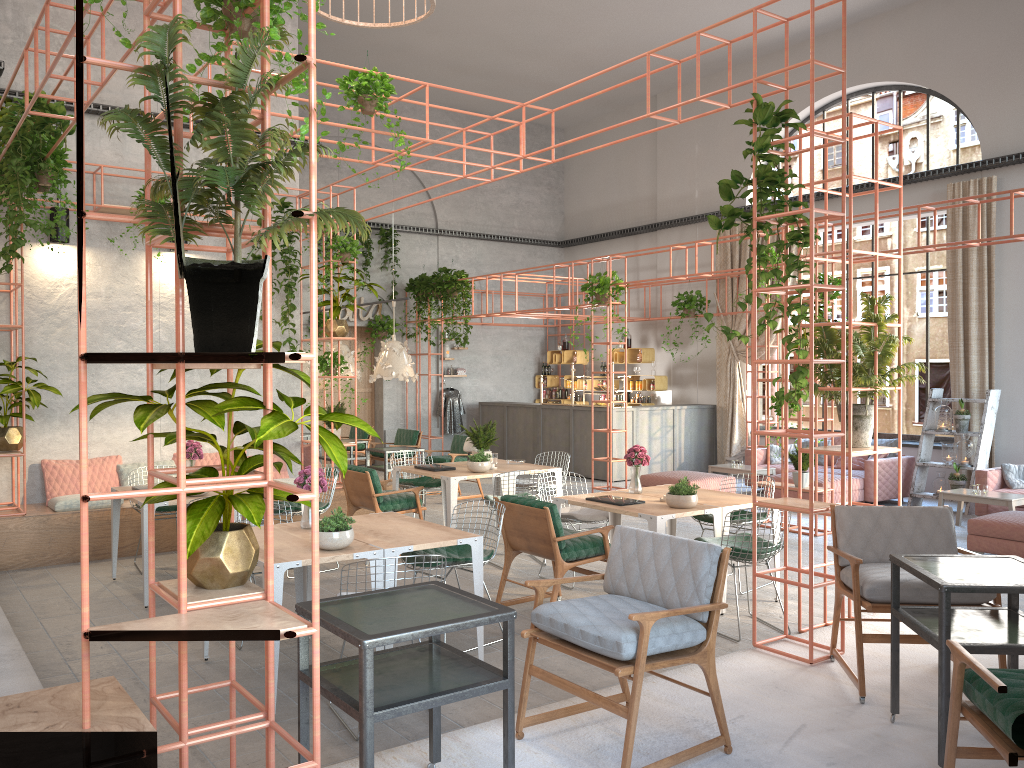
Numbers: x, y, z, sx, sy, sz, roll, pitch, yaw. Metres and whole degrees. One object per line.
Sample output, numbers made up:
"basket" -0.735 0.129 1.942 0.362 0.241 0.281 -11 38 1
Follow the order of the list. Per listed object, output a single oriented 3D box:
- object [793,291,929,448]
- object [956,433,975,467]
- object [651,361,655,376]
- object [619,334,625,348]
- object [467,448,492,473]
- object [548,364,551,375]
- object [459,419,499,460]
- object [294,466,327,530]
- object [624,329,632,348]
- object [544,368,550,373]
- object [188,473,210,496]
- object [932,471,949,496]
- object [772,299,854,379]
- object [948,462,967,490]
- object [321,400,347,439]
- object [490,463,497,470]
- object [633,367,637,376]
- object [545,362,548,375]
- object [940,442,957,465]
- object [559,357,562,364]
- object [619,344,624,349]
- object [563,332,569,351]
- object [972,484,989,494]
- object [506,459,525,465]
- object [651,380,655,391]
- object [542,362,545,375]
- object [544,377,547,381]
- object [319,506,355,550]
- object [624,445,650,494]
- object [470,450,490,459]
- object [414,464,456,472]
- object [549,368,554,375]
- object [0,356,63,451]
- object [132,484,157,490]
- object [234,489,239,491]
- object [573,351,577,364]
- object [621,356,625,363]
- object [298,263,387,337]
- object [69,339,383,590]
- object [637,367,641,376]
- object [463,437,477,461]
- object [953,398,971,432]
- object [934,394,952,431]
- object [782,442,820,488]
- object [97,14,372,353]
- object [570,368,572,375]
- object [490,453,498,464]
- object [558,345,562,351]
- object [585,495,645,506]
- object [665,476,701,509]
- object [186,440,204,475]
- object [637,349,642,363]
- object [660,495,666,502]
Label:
"object" 2.468 -0.097 6.343 0.894 1.100 0.900 0 1 -6
"object" 5.974 0.867 11.687 0.219 0.430 0.216 -1 1 -42
"object" 2.665 -0.296 16.718 0.075 0.273 0.075 1 1 43
"object" 2.178 -0.843 17.448 0.134 0.301 0.134 1 1 43
"object" -0.337 0.776 9.030 0.248 0.247 0.254 -1 1 -36
"object" 0.811 -0.339 19.345 0.066 0.291 0.066 0 1 4
"object" -0.326 0.627 9.472 0.438 0.527 0.368 -1 1 -35
"object" -1.322 0.743 5.835 0.213 0.414 0.225 -1 1 -43
"object" 2.260 -0.882 17.271 0.134 0.386 0.134 1 1 43
"object" 0.756 -0.264 19.177 0.115 0.147 0.115 0 1 9
"object" -2.634 0.808 7.389 0.248 0.247 0.254 -1 1 -36
"object" 5.727 1.332 11.849 0.208 0.320 0.192 -1 1 -30
"object" 3.467 -0.532 10.221 0.923 0.946 0.924 0 1 21
"object" 5.846 1.261 11.631 0.236 0.464 0.225 0 1 33
"object" -2.150 0.442 10.592 0.438 0.527 0.368 -1 1 -35
"object" -0.212 0.859 9.314 0.115 0.078 0.115 -1 1 -30
"object" 2.358 -0.242 16.935 0.083 0.159 0.083 0 1 9
"object" 0.744 -0.338 19.300 0.066 0.291 0.066 -1 1 -29
"object" 5.863 0.931 11.899 0.223 0.297 0.223 0 1 -16
"object" 1.063 -0.498 18.773 0.123 0.142 0.141 -1 1 -36
"object" 2.126 -0.750 17.215 0.088 0.123 0.088 0 1 21
"object" 1.143 -0.902 18.833 0.134 0.386 0.134 0 1 -2
"object" 5.345 1.234 10.178 0.199 0.145 0.156 -1 1 -21
"object" 0.039 0.862 9.810 0.218 0.041 0.218 -1 1 -27
"object" 2.654 0.021 16.546 0.131 0.207 0.131 0 1 9
"object" 0.681 -0.337 19.254 0.066 0.291 0.066 0 1 24
"object" 0.748 -0.038 19.166 0.072 0.248 0.094 -1 1 -36
"object" -1.044 0.836 5.165 0.247 0.247 0.252 -1 1 -36
"object" 1.063 0.722 7.539 0.213 0.414 0.225 -1 1 -43
"object" -0.354 0.809 9.932 0.210 0.154 0.165 1 1 44
"object" -0.811 0.881 9.326 0.268 0.031 0.427 -1 1 -36
"object" 0.863 -0.266 19.254 0.115 0.147 0.115 0 1 9
"object" -4.874 0.186 8.575 0.934 0.919 0.903 0 1 26
"object" -3.108 0.912 7.685 0.268 0.031 0.427 -1 1 -36
"object" -2.436 0.890 7.725 0.115 0.078 0.115 -1 1 -30
"object" 1.334 -0.554 18.500 0.137 0.261 0.137 0 1 0
"object" 2.179 -0.478 17.211 0.123 0.142 0.141 -1 1 -36
"object" -2.023 -1.025 10.563 0.934 0.947 0.903 0 1 16
"object" -1.004 0.280 3.248 0.934 0.923 0.903 0 1 21
"object" 2.411 -0.241 16.861 0.083 0.159 0.083 0 1 9
"object" -0.417 0.740 9.788 0.241 0.313 0.241 0 1 9
"object" 6.025 0.416 11.872 0.212 0.457 0.217 0 1 -19
"object" 5.877 0.390 12.085 0.216 0.500 0.216 0 1 -3
"object" 3.362 0.933 10.274 0.438 0.527 0.368 -1 1 -35
"object" -0.911 -0.649 2.800 0.894 1.101 0.900 0 1 19
"object" 1.242 -0.262 18.497 0.083 0.159 0.083 -1 1 -26
"object" -0.201 0.824 9.778 0.095 0.119 0.095 0 1 -11
"object" 1.010 -0.769 18.777 0.088 0.123 0.088 0 1 21
"object" 0.822 0.934 7.072 0.268 0.031 0.427 -1 1 -36
"object" 1.295 0.830 6.777 0.247 0.247 0.252 -1 1 -36
"object" -2.915 0.715 8.065 0.213 0.414 0.225 -1 1 -43
"object" 2.451 -0.534 16.938 0.137 0.261 0.137 0 1 0
"object" 1.235 0.909 7.066 0.115 0.073 0.115 -1 1 -41
